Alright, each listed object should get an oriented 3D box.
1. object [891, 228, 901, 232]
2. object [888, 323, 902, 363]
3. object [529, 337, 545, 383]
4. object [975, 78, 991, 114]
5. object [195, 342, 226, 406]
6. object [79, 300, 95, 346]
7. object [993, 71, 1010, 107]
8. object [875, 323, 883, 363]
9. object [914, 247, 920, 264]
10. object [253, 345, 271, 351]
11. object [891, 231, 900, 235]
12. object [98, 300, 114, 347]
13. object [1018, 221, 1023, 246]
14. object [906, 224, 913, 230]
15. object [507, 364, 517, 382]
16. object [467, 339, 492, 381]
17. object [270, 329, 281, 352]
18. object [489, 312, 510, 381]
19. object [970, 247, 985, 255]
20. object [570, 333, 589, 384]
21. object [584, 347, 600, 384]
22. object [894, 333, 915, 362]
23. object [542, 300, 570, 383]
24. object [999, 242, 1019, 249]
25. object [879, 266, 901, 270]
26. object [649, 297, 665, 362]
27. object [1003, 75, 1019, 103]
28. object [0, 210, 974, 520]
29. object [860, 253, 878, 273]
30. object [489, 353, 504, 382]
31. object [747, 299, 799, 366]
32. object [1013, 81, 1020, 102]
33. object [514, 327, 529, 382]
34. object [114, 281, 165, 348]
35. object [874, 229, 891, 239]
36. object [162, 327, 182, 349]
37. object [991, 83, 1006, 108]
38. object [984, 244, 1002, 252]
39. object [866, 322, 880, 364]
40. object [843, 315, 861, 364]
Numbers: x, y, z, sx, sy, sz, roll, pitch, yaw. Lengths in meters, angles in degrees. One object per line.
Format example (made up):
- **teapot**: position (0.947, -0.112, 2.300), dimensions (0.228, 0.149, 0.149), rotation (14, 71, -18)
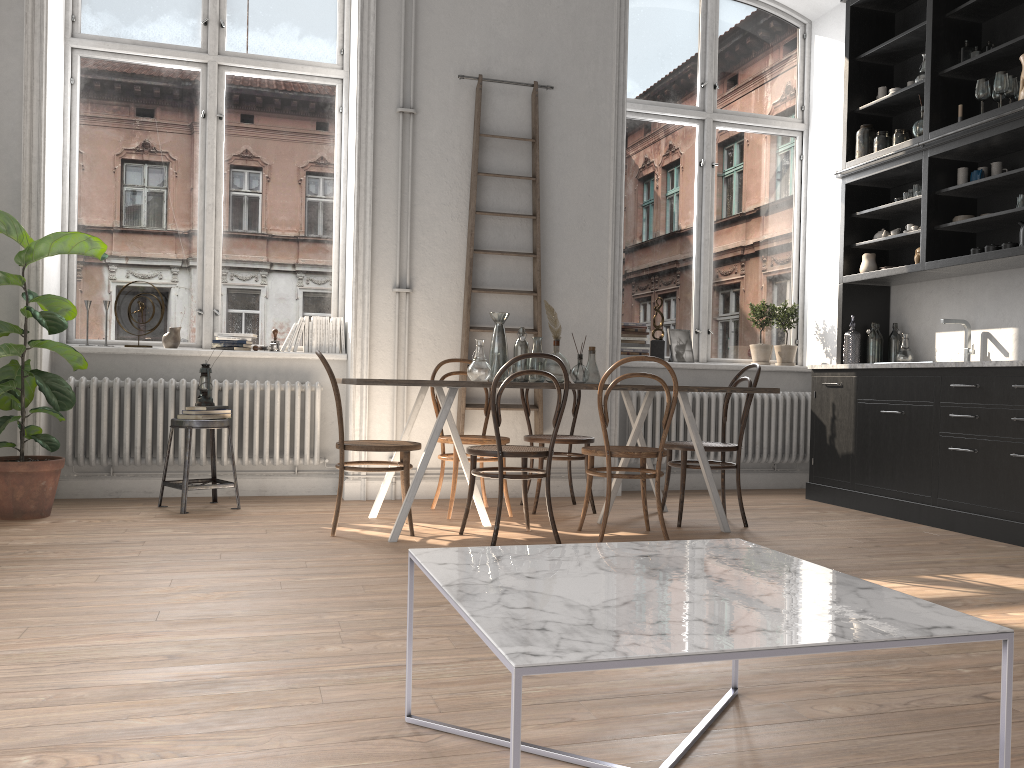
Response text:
- **object**: position (2.604, -1.035, 6.024), dimensions (0.055, 0.047, 0.058), rotation (1, 0, -1)
- **object**: position (2.670, -0.274, 6.187), dimensions (0.086, 0.301, 0.086), rotation (2, 1, 29)
- **object**: position (0.140, -0.135, 4.967), dimensions (0.098, 0.255, 0.100), rotation (1, 1, -40)
- **object**: position (2.744, -1.660, 5.170), dimensions (0.083, 0.221, 0.083), rotation (1, 1, 15)
- **object**: position (-1.795, -0.061, 5.272), dimensions (0.163, 0.383, 0.154), rotation (1, 1, -43)
- **object**: position (-2.669, -0.380, 5.576), dimensions (0.095, 0.289, 0.095), rotation (1, 1, 15)
- **object**: position (2.783, -1.659, 5.045), dimensions (0.083, 0.221, 0.083), rotation (2, 1, 30)
- **object**: position (2.579, -0.277, 6.271), dimensions (0.086, 0.301, 0.086), rotation (1, 1, -2)
- **object**: position (2.615, -0.814, 5.677), dimensions (0.069, 0.123, 0.173), rotation (1, 0, 16)
- **object**: position (-1.654, -0.238, 5.855), dimensions (0.088, 0.048, 0.153), rotation (1, 0, 23)
- **object**: position (2.603, -1.015, 6.024), dimensions (0.058, 0.033, 0.055), rotation (1, 0, -42)
- **object**: position (-2.540, -0.377, 5.554), dimensions (0.095, 0.289, 0.095), rotation (1, 1, 6)
- **object**: position (2.880, -0.841, 4.903), dimensions (0.124, 0.192, 0.129), rotation (1, 0, 11)
- **object**: position (2.638, -1.031, 5.880), dimensions (0.039, 0.055, 0.049), rotation (1, 0, 4)
- **object**: position (0.001, -0.058, 4.752), dimensions (0.058, 0.094, 0.058), rotation (1, 0, 12)
- **object**: position (-0.170, -0.124, 4.667), dimensions (0.132, 0.219, 0.132), rotation (1, 1, -27)
- **object**: position (-1.555, -0.287, 5.825), dimensions (0.088, 0.153, 0.048), rotation (2, 1, 44)
- **object**: position (-0.073, -0.204, 4.944), dimensions (0.116, 0.383, 0.116), rotation (1, 1, -5)
- **object**: position (2.747, -0.779, 5.220), dimensions (0.088, 0.059, 0.104), rotation (1, 0, -28)
- **object**: position (0.381, -0.144, 4.951), dimensions (0.107, 0.283, 0.106), rotation (1, 1, -21)
- **object**: position (0.455, -0.107, 5.053), dimensions (0.101, 0.212, 0.101), rotation (2, 1, 23)
- **object**: position (2.685, -0.235, 6.060), dimensions (0.132, 0.219, 0.120), rotation (1, 1, -16)
- **object**: position (0.243, -0.228, 4.828), dimensions (0.157, 0.446, 0.157), rotation (1, 1, 2)
- **object**: position (2.820, -0.776, 5.020), dimensions (0.104, 0.059, 0.088), rotation (1, 0, -8)
- **object**: position (2.597, -0.771, 6.042), dimensions (0.180, 0.037, 0.180), rotation (1, 0, -31)
- **object**: position (1.096, -0.407, 6.660), dimensions (0.122, 0.488, 0.102), rotation (1, 1, 8)
- **object**: position (2.871, -1.657, 5.104), dimensions (0.083, 0.221, 0.083), rotation (1, 1, -17)
- **object**: position (-0.099, -0.155, 5.221), dimensions (5.827, 1.842, 0.792), rotation (1, 1, -11)
- **object**: position (2.487, -0.829, 6.173), dimensions (0.127, 0.144, 0.115), rotation (1, 1, -38)
- **object**: position (-0.083, -0.091, 4.826), dimensions (0.083, 0.158, 0.083), rotation (1, 1, -21)
- **object**: position (2.040, -0.404, 6.940), dimensions (0.500, 0.524, 0.234), rotation (1, 1, -27)
- **object**: position (2.977, -1.655, 5.189), dimensions (0.083, 0.221, 0.083), rotation (1, 1, 15)
- **object**: position (0.052, -0.161, 4.865), dimensions (0.086, 0.301, 0.086), rotation (1, 1, -31)
- **object**: position (-2.362, -0.441, 5.626), dimensions (0.347, 0.425, 0.087), rotation (1, 1, 16)
- **object**: position (2.587, -1.031, 6.183), dimensions (0.140, 0.100, 0.125), rotation (1, 0, -35)
- **object**: position (-2.179, -0.296, 5.679), dimensions (0.100, 0.142, 0.102), rotation (1, 1, -42)
- **object**: position (2.848, -1.658, 5.183), dimensions (0.083, 0.221, 0.083), rotation (1, 1, -24)
- **object**: position (2.772, -0.777, 5.110), dimensions (0.088, 0.059, 0.104), rotation (1, 0, -38)
- **object**: position (2.509, -0.277, 6.168), dimensions (0.086, 0.301, 0.086), rotation (1, 1, -31)
- **object**: position (2.378, -0.307, 6.196), dimensions (0.109, 0.349, 0.109), rotation (1, 1, -35)
